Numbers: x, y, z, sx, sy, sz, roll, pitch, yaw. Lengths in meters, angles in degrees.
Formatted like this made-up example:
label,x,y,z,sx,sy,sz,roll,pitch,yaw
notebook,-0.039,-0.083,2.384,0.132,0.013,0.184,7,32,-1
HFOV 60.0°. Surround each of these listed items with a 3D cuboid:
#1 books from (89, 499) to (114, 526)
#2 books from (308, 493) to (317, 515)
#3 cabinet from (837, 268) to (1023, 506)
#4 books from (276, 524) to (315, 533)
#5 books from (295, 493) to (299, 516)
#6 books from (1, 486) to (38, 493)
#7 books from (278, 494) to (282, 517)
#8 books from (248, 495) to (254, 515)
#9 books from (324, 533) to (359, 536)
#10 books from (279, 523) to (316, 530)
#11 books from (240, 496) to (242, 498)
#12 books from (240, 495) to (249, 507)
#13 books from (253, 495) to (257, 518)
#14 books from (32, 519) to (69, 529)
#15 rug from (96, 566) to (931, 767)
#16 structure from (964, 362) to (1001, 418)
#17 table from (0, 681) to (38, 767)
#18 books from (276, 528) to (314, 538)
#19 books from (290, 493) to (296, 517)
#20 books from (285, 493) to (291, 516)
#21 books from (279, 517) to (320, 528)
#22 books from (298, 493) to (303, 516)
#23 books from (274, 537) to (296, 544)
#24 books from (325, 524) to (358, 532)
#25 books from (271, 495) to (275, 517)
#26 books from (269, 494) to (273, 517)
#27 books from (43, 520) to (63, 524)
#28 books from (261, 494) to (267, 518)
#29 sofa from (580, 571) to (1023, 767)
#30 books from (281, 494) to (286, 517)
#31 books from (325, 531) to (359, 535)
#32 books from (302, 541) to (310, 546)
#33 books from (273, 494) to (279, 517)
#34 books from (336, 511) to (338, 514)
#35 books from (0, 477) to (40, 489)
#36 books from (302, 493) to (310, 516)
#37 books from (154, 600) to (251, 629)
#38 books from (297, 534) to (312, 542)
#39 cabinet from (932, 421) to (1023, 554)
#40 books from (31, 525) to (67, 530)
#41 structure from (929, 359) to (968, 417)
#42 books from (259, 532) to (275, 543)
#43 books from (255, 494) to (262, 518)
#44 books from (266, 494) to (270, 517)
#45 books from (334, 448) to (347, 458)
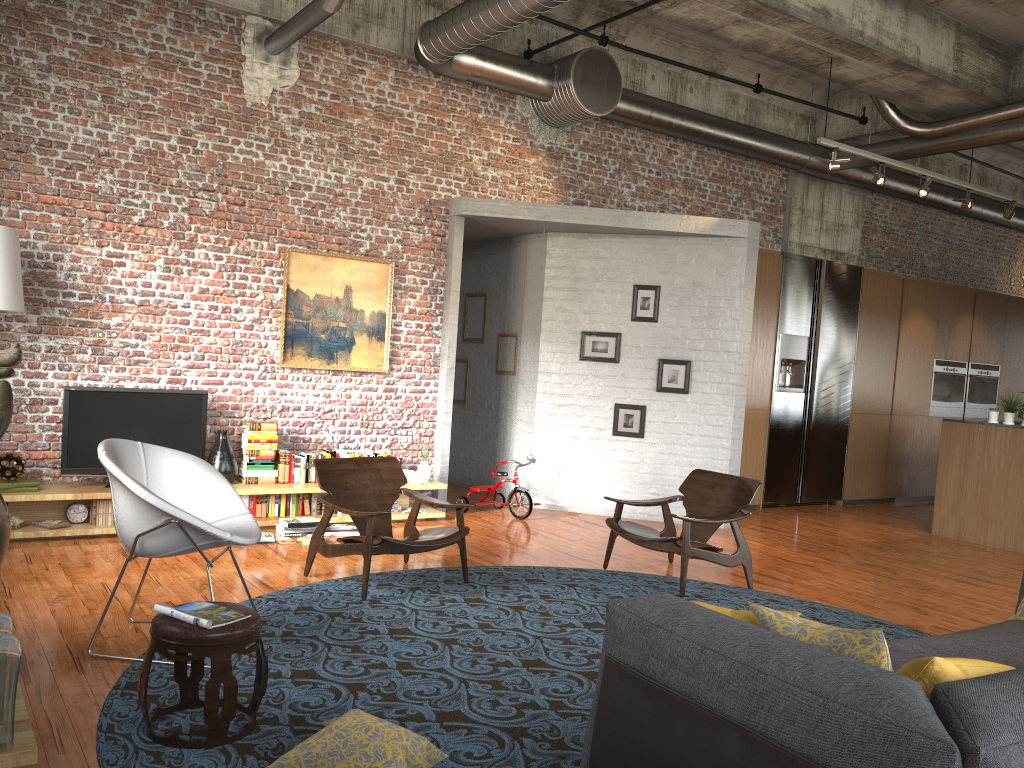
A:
label,x,y,z,sx,sy,sz,roll,pitch,yaw
books,-3.171,0.989,6.925,0.232,0.218,0.173,2,3,-34
books,-1.792,1.052,7.916,0.049,0.215,0.149,2,4,-34
cabinet,6.269,0.132,13.064,5.345,3.050,0.858,3,3,-34
books,-1.784,1.200,7.394,0.299,0.028,0.236,3,2,-36
books,-1.919,1.046,7.806,0.030,0.220,0.158,2,4,-34
books,-3.725,0.771,6.590,0.302,0.037,0.242,2,2,-42
books,-2.053,1.039,7.733,0.030,0.220,0.158,2,4,-34
books,-2.254,1.013,7.579,0.046,0.252,0.152,2,4,-34
books,-1.474,1.262,7.555,0.313,0.017,0.231,3,2,-19
books,-1.755,1.175,7.370,0.320,0.028,0.261,3,2,-24
books,-2.331,1.039,7.524,0.023,0.194,0.139,2,4,-34
books,-2.300,1.013,7.553,0.057,0.247,0.171,2,4,-34
books,-2.226,1.044,7.601,0.023,0.194,0.139,2,4,-34
books,-3.476,1.054,6.679,0.210,0.021,0.166,5,2,31
rug,0.593,1.496,4.436,4.843,0.009,4.841,4,2,12
structure,6.898,0.103,12.936,0.860,0.796,0.079,2,4,-34
table,-1.824,1.199,2.805,0.475,0.359,0.873,2,2,-34
books,-1.783,1.234,7.409,0.320,0.040,0.236,3,2,-32
books,-1.945,1.051,7.782,0.039,0.208,0.151,2,4,-34
books,-1.994,1.039,7.772,0.052,0.226,0.156,2,4,-34
books,-1.747,1.146,7.340,0.297,0.035,0.235,3,2,-32
books,-1.889,1.048,7.814,0.030,0.220,0.158,2,4,-34
books,-1.822,1.255,7.098,0.133,0.012,0.188,3,2,-36
books,-1.479,1.228,7.560,0.311,0.014,0.250,3,2,-28
books,-2.092,1.050,7.684,0.023,0.194,0.139,2,4,-34
books,-2.111,1.050,7.670,0.023,0.194,0.139,2,4,-34
books,-3.464,1.037,6.682,0.114,0.016,0.113,4,2,-10
books,-2.162,1.037,7.641,0.049,0.214,0.148,2,4,-34
sofa,1.811,1.191,3.132,3.005,0.862,1.359,3,2,-32
books,-2.017,1.041,7.734,0.030,0.220,0.158,2,4,-34
books,-1.478,1.245,7.552,0.307,0.017,0.231,3,2,-36
books,-1.610,1.259,7.099,0.129,0.030,0.182,4,2,-12
books,-2.073,1.048,7.706,0.032,0.201,0.145,2,4,-34
books,-1.607,1.085,8.032,0.020,0.169,0.121,2,4,-34
books,-3.722,0.735,6.588,0.242,0.037,0.302,5,2,36
books,-1.848,1.033,7.851,0.088,0.256,0.152,2,4,-34
books,-1.230,0.903,3.527,0.300,0.043,0.229,5,2,30
books,-1.612,1.233,7.095,0.133,0.022,0.189,4,2,17
cabinet,6.726,1.143,10.250,4.362,1.246,1.242,3,3,-34
books,-3.486,1.073,6.681,0.162,0.020,0.211,5,2,23
structure,6.153,0.066,12.433,0.860,0.796,0.079,2,4,-34
books,-2.107,1.205,7.035,0.422,0.049,0.299,3,2,-19
books,-2.198,1.038,7.614,0.039,0.208,0.151,2,4,-34
books,-2.133,1.036,7.662,0.022,0.217,0.138,2,4,-34
books,-1.590,0.748,8.176,0.053,0.291,0.176,2,4,-35
